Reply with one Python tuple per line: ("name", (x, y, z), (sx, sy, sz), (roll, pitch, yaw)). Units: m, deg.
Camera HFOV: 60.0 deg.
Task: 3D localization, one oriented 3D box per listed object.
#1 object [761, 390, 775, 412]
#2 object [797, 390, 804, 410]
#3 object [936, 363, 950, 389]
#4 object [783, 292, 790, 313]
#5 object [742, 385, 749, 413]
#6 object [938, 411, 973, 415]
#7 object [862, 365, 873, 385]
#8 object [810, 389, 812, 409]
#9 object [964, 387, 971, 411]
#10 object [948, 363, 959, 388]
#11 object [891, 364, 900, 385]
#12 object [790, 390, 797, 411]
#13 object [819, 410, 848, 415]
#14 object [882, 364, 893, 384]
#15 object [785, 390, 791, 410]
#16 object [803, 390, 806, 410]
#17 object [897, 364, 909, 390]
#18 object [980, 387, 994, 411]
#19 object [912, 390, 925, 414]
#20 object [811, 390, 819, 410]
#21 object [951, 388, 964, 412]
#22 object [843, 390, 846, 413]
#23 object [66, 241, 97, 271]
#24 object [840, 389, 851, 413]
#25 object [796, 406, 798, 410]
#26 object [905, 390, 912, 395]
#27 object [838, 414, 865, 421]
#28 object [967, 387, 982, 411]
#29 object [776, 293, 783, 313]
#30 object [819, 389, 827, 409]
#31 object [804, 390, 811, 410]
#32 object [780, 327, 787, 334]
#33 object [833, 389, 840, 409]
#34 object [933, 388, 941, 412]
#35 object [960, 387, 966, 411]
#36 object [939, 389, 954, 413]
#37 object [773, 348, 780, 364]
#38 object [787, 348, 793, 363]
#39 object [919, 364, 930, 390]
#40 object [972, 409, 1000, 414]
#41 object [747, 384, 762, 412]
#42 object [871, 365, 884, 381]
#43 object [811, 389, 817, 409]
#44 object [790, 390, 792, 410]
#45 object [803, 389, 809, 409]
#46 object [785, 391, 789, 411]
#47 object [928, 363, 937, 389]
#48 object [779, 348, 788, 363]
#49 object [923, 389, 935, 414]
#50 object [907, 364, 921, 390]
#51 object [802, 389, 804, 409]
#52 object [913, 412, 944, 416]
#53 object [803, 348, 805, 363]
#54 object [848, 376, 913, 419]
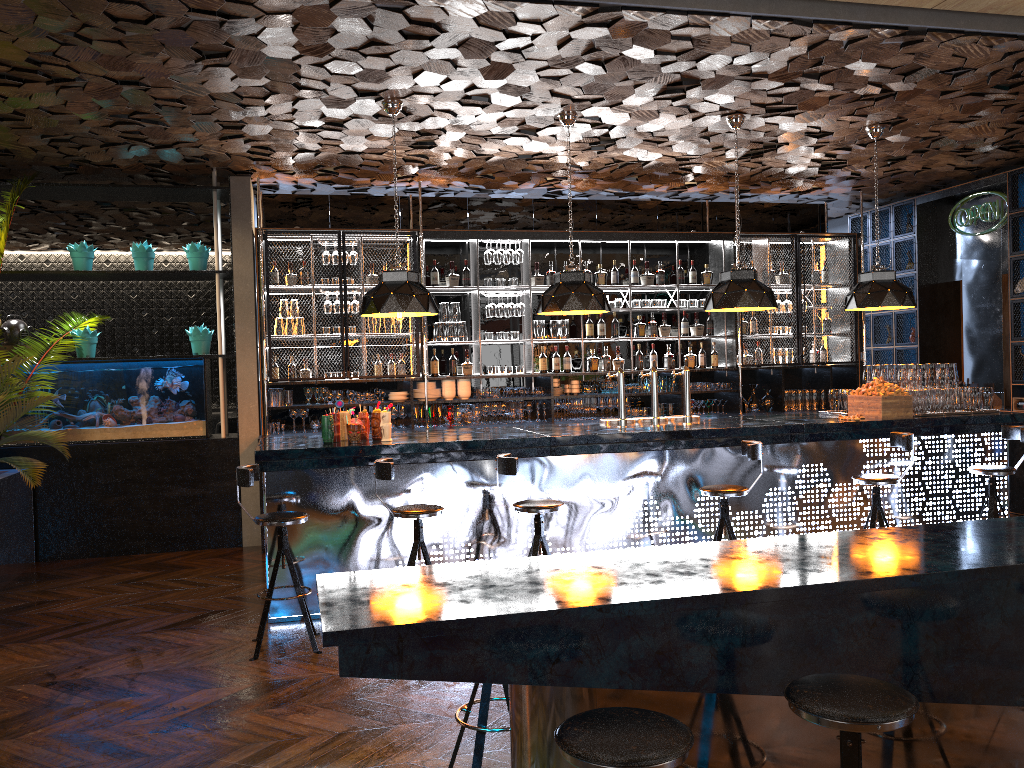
("object", (2.916, 0.189, 10.110), (0.158, 0.248, 0.158), (-2, 1, -20))
("object", (3.294, 0.186, 10.136), (0.079, 0.231, 0.079), (-3, 1, -38))
("object", (3.572, -0.067, 7.355), (0.105, 0.209, 0.105), (-1, 1, 11))
("object", (3.219, -0.957, 10.392), (0.092, 0.244, 0.092), (-2, 1, -20))
("object", (2.592, 0.169, 10.087), (0.186, 0.307, 0.186), (-2, 1, -8))
("object", (3.602, 0.236, 7.447), (0.273, 0.019, 0.437), (-2, 1, -14))
("object", (3.143, -0.064, 7.821), (0.105, 0.209, 0.105), (-1, 1, 11))
("object", (3.521, 0.175, 10.363), (0.079, 0.231, 0.079), (-1, 2, 41))
("object", (3.896, 0.131, 7.528), (0.105, 0.209, 0.105), (-1, 1, 11))
("object", (3.659, -0.070, 7.381), (0.105, 0.209, 0.105), (-1, 1, 11))
("object", (3.415, -0.073, 7.897), (0.105, 0.209, 0.105), (-1, 1, 11))
("object", (3.214, 0.189, 10.113), (0.079, 0.231, 0.079), (-2, 1, -18))
("object", (2.915, 0.250, 7.732), (0.273, 0.019, 0.437), (-2, 1, -14))
("object", (3.267, -0.066, 7.736), (0.105, 0.209, 0.105), (-1, 1, 11))
("object", (3.163, 0.189, 10.192), (0.079, 0.231, 0.079), (-2, 1, -34))
("object", (3.411, 0.180, 10.255), (0.079, 0.231, 0.079), (-2, 1, -12))
("object", (3.263, -0.059, 7.390), (0.105, 0.209, 0.105), (-1, 1, 11))
("object", (3.972, 0.131, 7.423), (0.105, 0.209, 0.105), (-3, 1, -39))
("object", (3.301, 0.153, 7.220), (0.105, 0.209, 0.105), (-1, 1, 11))
("object", (3.479, 0.180, 10.177), (0.079, 0.231, 0.079), (-1, 1, 22))
("object", (3.678, 0.139, 7.336), (0.105, 0.209, 0.105), (-1, 1, 11))
("object", (2.940, 0.155, 7.732), (0.105, 0.209, 0.105), (-1, 1, 11))
("object", (-4.089, -1.206, 8.416), (0.245, 0.325, 0.265), (-1, 2, 40))
("object", (2.960, 0.151, 7.868), (0.105, 0.209, 0.105), (-1, 1, 11))
("object", (3.333, 0.181, 10.319), (0.079, 0.231, 0.079), (-2, 1, -21))
("object", (3.285, 0.151, 7.335), (0.105, 0.209, 0.105), (-1, 1, 11))
("object", (2.719, 0.268, 7.104), (0.198, 0.045, 0.377), (-1, 1, 24))
("object", (3.864, 0.135, 7.408), (0.105, 0.209, 0.105), (-3, 1, -39))
("object", (3.123, -0.954, 10.368), (0.092, 0.244, 0.092), (-2, 1, -20))
("object", (3.578, 0.177, 10.204), (0.079, 0.231, 0.079), (-2, 1, -18))
("object", (3.390, 0.183, 10.159), (0.079, 0.231, 0.079), (-1, 1, 13))
("object", (3.146, -0.617, 10.275), (0.089, 0.092, 0.089), (-2, 1, -13))
("object", (3.744, 0.174, 10.237), (0.101, 0.227, 0.101), (-2, 1, -36))
("object", (3.557, 0.141, 7.411), (0.105, 0.209, 0.105), (-1, 1, 11))
("object", (3.916, 0.128, 7.664), (0.105, 0.209, 0.105), (-1, 1, 11))
("object", (3.573, 0.143, 7.296), (0.105, 0.209, 0.105), (-1, 1, 11))
("object", (3.090, -0.309, 10.318), (0.105, 0.209, 0.105), (-2, 1, -29))
("object", (3.227, -0.312, 10.298), (0.105, 0.209, 0.105), (-2, 1, -29))
("object", (3.387, -0.060, 7.305), (0.105, 0.209, 0.105), (-1, 1, 11))
("object", (3.871, 0.227, 7.527), (0.273, 0.019, 0.437), (-2, 1, -14))
("object", (2.764, 0.160, 10.130), (0.170, 0.313, 0.170), (-2, 1, -20))
("object", (3.180, -0.063, 7.710), (0.105, 0.209, 0.105), (-1, 1, 11))
("object", (3.504, 0.177, 10.277), (0.079, 0.231, 0.079), (-2, 1, -34))
("object", (3.252, 0.184, 10.310), (0.079, 0.231, 0.079), (-1, 1, 18))
("object", (3.435, 0.178, 10.351), (0.079, 0.231, 0.079), (-1, 1, 34))
("object", (3.115, 0.192, 10.087), (0.079, 0.231, 0.079), (-1, 1, 22))
("object", (3.535, -0.068, 7.466), (0.105, 0.209, 0.105), (-1, 1, 11))
("object", (3.125, -0.308, 10.208), (0.105, 0.209, 0.105), (-2, 1, -29))
("object", (3.405, 0.149, 7.259), (0.105, 0.209, 0.105), (-1, 1, 11))
("object", (3.300, -0.057, 7.279), (0.105, 0.209, 0.105), (-1, 1, 11))
("object", (3.456, 0.175, 10.447), (0.079, 0.231, 0.079), (-1, 1, 15))
("object", (3.330, 0.246, 7.371), (0.273, 0.019, 0.437), (-2, 1, -14))
("object", (3.346, -0.315, 10.266), (0.105, 0.209, 0.105), (-2, 1, -29))
("object", (3.031, 0.104, 7.279), (0.340, 0.332, 0.464), (-2, 1, -11))
